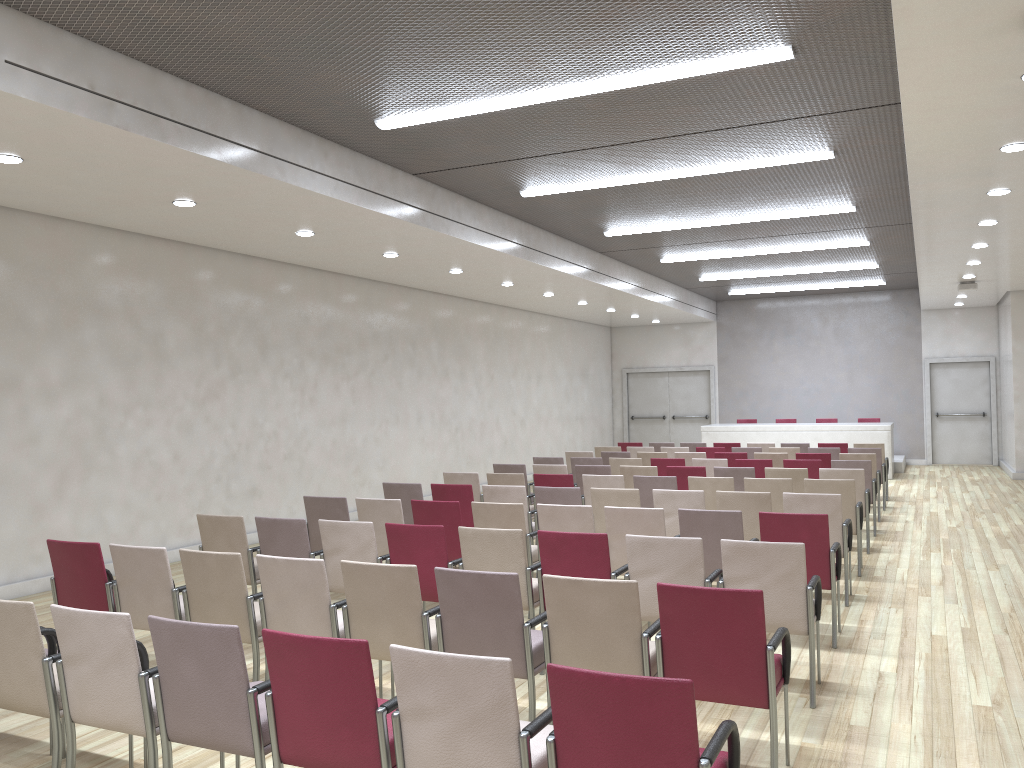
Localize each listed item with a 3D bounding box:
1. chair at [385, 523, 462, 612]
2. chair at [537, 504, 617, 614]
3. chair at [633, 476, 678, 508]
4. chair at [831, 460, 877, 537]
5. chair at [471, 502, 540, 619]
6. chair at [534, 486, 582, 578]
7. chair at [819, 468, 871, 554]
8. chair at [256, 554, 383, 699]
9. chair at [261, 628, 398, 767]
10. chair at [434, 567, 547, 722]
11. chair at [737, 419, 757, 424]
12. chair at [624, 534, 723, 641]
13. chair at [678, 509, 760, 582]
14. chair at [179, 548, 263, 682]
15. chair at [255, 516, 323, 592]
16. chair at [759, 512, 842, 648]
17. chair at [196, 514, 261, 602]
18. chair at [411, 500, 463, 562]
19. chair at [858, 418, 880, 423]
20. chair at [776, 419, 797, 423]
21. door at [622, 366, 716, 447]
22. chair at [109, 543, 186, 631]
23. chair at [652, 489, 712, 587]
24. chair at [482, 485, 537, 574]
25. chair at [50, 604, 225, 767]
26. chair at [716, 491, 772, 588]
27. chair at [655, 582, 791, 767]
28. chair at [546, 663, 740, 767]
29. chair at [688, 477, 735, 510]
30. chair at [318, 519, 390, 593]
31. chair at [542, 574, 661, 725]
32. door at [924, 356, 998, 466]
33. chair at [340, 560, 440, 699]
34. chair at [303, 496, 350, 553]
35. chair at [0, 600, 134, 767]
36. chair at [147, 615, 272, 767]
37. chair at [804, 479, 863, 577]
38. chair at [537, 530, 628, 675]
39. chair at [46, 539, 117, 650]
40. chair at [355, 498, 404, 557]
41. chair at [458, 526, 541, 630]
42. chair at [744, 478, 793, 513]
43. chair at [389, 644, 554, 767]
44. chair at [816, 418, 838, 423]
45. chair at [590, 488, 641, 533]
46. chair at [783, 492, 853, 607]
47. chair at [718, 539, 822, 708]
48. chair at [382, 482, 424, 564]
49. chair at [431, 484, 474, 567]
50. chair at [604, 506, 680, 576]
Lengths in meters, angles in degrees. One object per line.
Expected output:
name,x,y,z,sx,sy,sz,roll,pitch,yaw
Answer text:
chair,-0.501,1.356,6.012,0.513,0.890,0.640,-2,-1,26
chair,0.524,1.350,6.896,0.513,0.890,0.640,-2,-1,26
chair,1.559,1.366,9.116,0.513,0.890,0.640,-2,-1,26
chair,4.101,1.339,10.644,0.513,0.890,0.640,-2,-1,25
chair,0.013,1.364,7.124,0.513,0.890,0.640,-2,-1,25
chair,0.536,1.372,8.232,0.513,0.890,0.640,-2,-1,25
chair,3.574,1.331,9.532,0.513,0.890,0.640,-2,-1,24
chair,-1.028,1.348,4.888,0.513,0.890,0.640,-2,-1,26
chair,-0.560,1.313,3.329,0.513,0.890,0.640,-2,-1,24
chair,-0.037,1.320,4.424,0.513,0.890,0.640,-2,-1,26
chair,5.218,1.242,19.848,0.513,0.890,0.640,-2,-1,24
chair,0.990,1.314,5.314,0.513,0.890,0.640,-2,-1,24
chair,1.511,1.322,6.433,0.513,0.890,0.640,-2,-1,26
chair,-1.530,1.363,5.130,0.513,0.890,0.640,-2,-1,26
chair,-1.498,1.385,6.485,0.513,0.890,0.640,-2,-1,26
chair,2.010,1.307,6.179,0.513,0.890,0.640,-2,-1,25
chair,-1.994,1.399,6.711,0.513,0.890,0.640,-2,-1,26
chair,-0.486,1.378,7.351,0.513,0.890,0.640,-2,-1,25
chair,7.547,1.176,18.754,0.513,0.890,0.640,-2,-1,24
chair,5.994,1.220,19.483,0.513,0.890,0.640,-2,-1,24
door,3.998,0.783,22.569,2.373,2.400,0.200,-2,-1,25
chair,-2.030,1.377,5.370,0.513,0.890,0.640,-2,-1,25
chair,1.543,1.344,7.773,0.513,0.890,0.640,-2,-1,26
chair,0.053,1.386,8.478,0.513,0.890,0.640,-2,-1,25
chair,-1.553,1.341,3.788,0.513,0.890,0.640,-2,-1,25
chair,2.032,1.330,7.544,0.513,0.890,0.640,-2,-1,25
chair,0.957,1.292,3.966,0.513,0.890,0.640,-2,-1,26
chair,0.438,1.284,2.842,0.513,0.890,0.640,-2,-1,25
chair,2.062,1.351,8.893,0.513,0.890,0.640,-2,-1,25
chair,-0.995,1.370,6.252,0.513,0.890,0.640,-2,-1,26
chair,0.471,1.306,4.200,0.513,0.890,0.640,-2,-1,24
door,9.992,0.613,19.754,1.400,2.400,0.200,-2,-1,25
chair,-0.539,1.335,4.671,0.513,0.890,0.640,-2,-1,24
chair,-1.472,1.407,7.834,0.513,0.890,0.640,-2,-1,25
chair,-2.050,1.355,4.022,0.513,0.890,0.640,-2,-1,26
chair,-1.061,1.327,3.561,0.513,0.890,0.640,-2,-1,25
chair,3.054,1.323,8.428,0.513,0.890,0.640,-2,-1,25
chair,0.487,1.328,5.549,0.513,0.890,0.640,-2,-1,25
chair,-2.517,1.391,5.595,0.513,0.890,0.640,-2,-1,25
chair,-0.976,1.392,7.585,0.513,0.890,0.640,-2,-1,25
chair,-0.006,1.342,5.774,0.513,0.890,0.640,-2,-1,25
chair,2.548,1.337,8.647,0.513,0.890,0.640,-2,-1,24
chair,-0.068,1.299,3.085,0.513,0.890,0.640,-2,-1,26
chair,6.771,1.198,19.118,0.513,0.890,0.640,-2,-1,24
chair,1.026,1.358,8.006,0.513,0.890,0.640,-2,-1,25
chair,2.520,1.316,7.310,0.513,0.890,0.640,-2,-1,26
chair,1.487,1.300,5.076,0.513,0.890,0.640,-2,-1,25
chair,-0.948,1.414,8.943,0.513,0.890,0.640,-2,-1,26
chair,-0.451,1.400,8.711,0.513,0.890,0.640,-2,-1,25
chair,1.009,1.336,6.657,0.513,0.890,0.640,-2,-1,25
